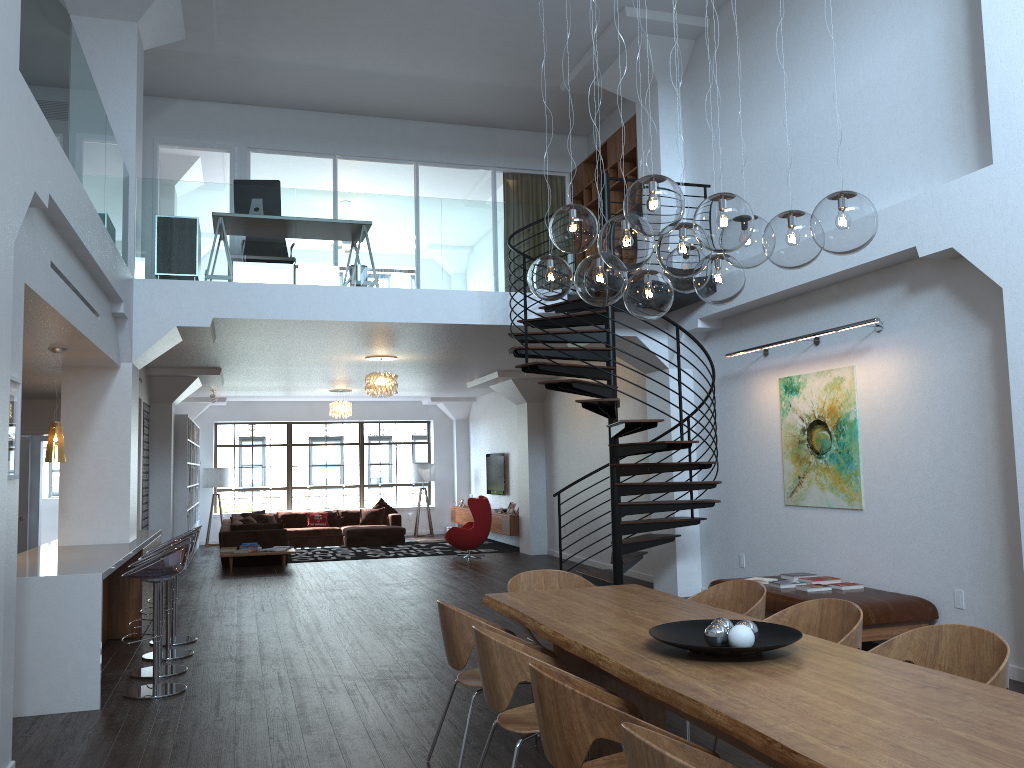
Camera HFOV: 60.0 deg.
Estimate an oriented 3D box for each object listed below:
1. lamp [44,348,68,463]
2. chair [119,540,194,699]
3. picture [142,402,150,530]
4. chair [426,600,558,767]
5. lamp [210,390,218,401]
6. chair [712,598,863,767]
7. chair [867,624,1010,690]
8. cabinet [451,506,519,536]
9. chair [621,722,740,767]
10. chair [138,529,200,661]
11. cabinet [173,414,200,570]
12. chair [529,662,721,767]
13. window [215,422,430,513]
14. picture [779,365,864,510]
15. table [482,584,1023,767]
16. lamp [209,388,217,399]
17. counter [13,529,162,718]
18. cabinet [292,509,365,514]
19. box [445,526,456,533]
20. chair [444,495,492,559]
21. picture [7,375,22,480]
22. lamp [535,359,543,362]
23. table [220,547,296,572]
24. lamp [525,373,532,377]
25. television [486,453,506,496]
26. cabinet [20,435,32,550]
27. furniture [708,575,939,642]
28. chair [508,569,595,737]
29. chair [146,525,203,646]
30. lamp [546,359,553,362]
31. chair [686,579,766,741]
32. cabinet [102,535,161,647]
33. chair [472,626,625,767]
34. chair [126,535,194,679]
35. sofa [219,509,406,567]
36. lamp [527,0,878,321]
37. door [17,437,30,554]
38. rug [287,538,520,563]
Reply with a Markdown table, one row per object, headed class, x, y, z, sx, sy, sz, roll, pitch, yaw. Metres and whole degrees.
| class | x | y | z | sx | sy | sz | roll | pitch | yaw |
| --- | --- | --- | --- | --- | --- | --- | --- | --- | --- |
| lamp | -3.095 | -0.181 | 8.285 | 0.149 | 1.807 | 2.842 | -3 | -6 | 22 |
| chair | -2.461 | 1.609 | 6.138 | 0.481 | 1.014 | 0.530 | 0 | -5 | -15 |
| picture | -5.162 | 1.471 | 12.503 | 0.021 | 2.380 | 0.800 | 0 | -5 | -17 |
| chair | -0.071 | 1.487 | 4.408 | 0.618 | 0.833 | 0.629 | 0 | -6 | -19 |
| lamp | -5.468 | 0.214 | 16.247 | 0.111 | 0.211 | 0.120 | -5 | -6 | 32 |
| chair | 1.282 | 1.420 | 4.016 | 0.618 | 0.833 | 0.629 | 0 | -5 | -16 |
| chair | 1.523 | 1.348 | 3.295 | 0.618 | 0.833 | 0.629 | 0 | -5 | -17 |
| cabinet | -0.479 | 2.669 | 17.547 | 0.459 | 0.350 | 4.501 | 0 | -5 | -17 |
| chair | 0.587 | 1.269 | 2.203 | 0.618 | 0.833 | 0.629 | 0 | -5 | -17 |
| chair | -2.843 | 1.728 | 7.342 | 0.481 | 1.014 | 0.530 | 0 | -6 | -19 |
| cabinet | -5.957 | 1.891 | 15.942 | 0.461 | 2.414 | 4.500 | 0 | -5 | -17 |
| chair | 0.363 | 1.342 | 2.933 | 0.618 | 0.833 | 0.629 | 0 | -5 | -17 |
| window | -4.108 | 1.814 | 19.605 | 4.648 | 1.905 | 0.114 | 0 | -5 | -17 |
| picture | 2.725 | 0.491 | 7.891 | 0.010 | 1.200 | 1.095 | 0 | -5 | -17 |
| table | 0.852 | 1.421 | 3.464 | 1.012 | 0.750 | 3.803 | 0 | -5 | -17 |
| lamp | -5.321 | 0.167 | 15.766 | 0.111 | 0.211 | 0.120 | -3 | -5 | 17 |
| counter | -2.399 | 1.719 | 6.484 | 8.182 | 0.860 | 3.039 | -6 | -7 | 43 |
| cabinet | -3.918 | 3.020 | 18.972 | 1.520 | 0.625 | 0.350 | 0 | -5 | -17 |
| box | -1.343 | 3.260 | 19.727 | 0.228 | 0.165 | 0.368 | 0 | -5 | -17 |
| chair | -0.728 | 2.364 | 14.729 | 0.801 | 1.006 | 0.798 | -2 | -5 | 8 |
| picture | -2.412 | 0.205 | 4.229 | 0.018 | 0.500 | 0.500 | 0 | -5 | -17 |
| lamp | 0.389 | -0.254 | 12.646 | 0.111 | 0.211 | 0.120 | -5 | -6 | 32 |
| table | -3.930 | 2.714 | 13.705 | 1.100 | 0.271 | 0.853 | 0 | -5 | -17 |
| lamp | 0.241 | -0.206 | 13.127 | 0.111 | 0.211 | 0.120 | -3 | -5 | 17 |
| television | -0.329 | 1.788 | 17.612 | 0.013 | 0.816 | 1.324 | 0 | -5 | -17 |
| cabinet | -7.468 | 1.337 | 12.681 | 0.527 | 2.991 | 2.630 | 0 | -5 | -17 |
| furniture | 2.444 | 1.877 | 7.218 | 0.907 | 0.453 | 1.819 | 0 | -5 | -17 |
| chair | 0.287 | 1.561 | 5.300 | 0.629 | 0.833 | 0.618 | 1 | -6 | -22 |
| chair | -3.027 | 1.788 | 7.942 | 0.481 | 1.014 | 0.530 | 0 | -5 | -15 |
| lamp | 0.540 | -0.303 | 12.152 | 0.120 | 0.211 | 0.111 | 4 | -7 | -43 |
| chair | 1.063 | 1.491 | 4.749 | 0.617 | 0.830 | 0.629 | 0 | -5 | -17 |
| cabinet | -3.747 | 1.891 | 7.761 | 0.898 | 0.796 | 4.493 | 0 | -5 | -17 |
| chair | 0.140 | 1.414 | 3.660 | 0.618 | 0.833 | 0.629 | 0 | -5 | -17 |
| chair | -2.673 | 1.668 | 6.731 | 0.481 | 1.014 | 0.530 | 0 | -6 | -19 |
| sofa | -3.580 | 2.762 | 16.474 | 3.481 | 0.664 | 4.197 | 0 | -5 | -17 |
| lamp | 0.689 | -1.387 | 4.025 | 0.849 | 2.140 | 1.787 | 0 | -6 | -18 |
| door | -7.051 | 1.744 | 12.084 | 0.826 | 2.032 | 0.174 | 0 | -5 | -17 |
| rug | -2.127 | 3.048 | 16.355 | 4.200 | 0.007 | 3.100 | 0 | -5 | -16 |
